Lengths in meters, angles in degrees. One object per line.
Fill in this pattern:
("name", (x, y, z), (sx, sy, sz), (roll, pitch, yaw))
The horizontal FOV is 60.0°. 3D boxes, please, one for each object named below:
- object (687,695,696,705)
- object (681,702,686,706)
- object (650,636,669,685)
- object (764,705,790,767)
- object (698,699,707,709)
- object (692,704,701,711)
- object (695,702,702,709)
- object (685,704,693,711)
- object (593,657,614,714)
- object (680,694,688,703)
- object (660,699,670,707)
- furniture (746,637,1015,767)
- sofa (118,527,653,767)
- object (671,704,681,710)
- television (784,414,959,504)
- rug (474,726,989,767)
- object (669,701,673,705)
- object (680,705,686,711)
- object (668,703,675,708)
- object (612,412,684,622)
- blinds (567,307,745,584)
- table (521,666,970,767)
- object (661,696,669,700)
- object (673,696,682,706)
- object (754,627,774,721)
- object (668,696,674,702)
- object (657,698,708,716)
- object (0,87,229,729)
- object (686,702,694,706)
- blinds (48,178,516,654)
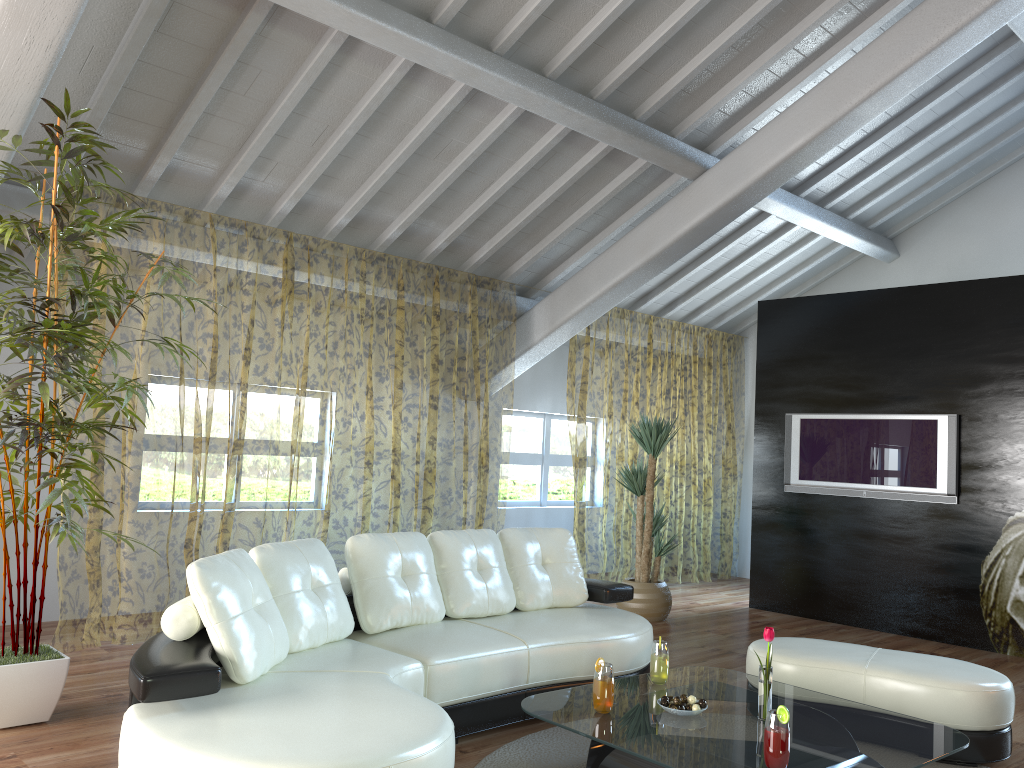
("object", (0.642, 1.129, 3.166), (0.032, 0.032, 0.029), (2, -4, 11))
("object", (0.609, 1.155, 3.173), (0.032, 0.030, 0.031), (3, -4, -8))
("object", (0.591, 1.105, 3.559), (0.081, 0.192, 0.075), (6, -6, -38))
("object", (0.785, 1.043, 2.626), (0.075, 0.192, 0.081), (1, -5, 22))
("object", (0.676, 1.133, 3.143), (0.030, 0.033, 0.030), (1, -5, 26))
("object", (0.651, 1.146, 3.130), (0.032, 0.032, 0.030), (7, -6, -40))
("object", (0.662, 1.151, 3.163), (0.032, 0.031, 0.031), (6, -5, -33))
("object", (0.631, 1.155, 3.152), (0.032, 0.030, 0.032), (2, -4, 6))
("object", (0.321, 1.058, 3.125), (0.081, 0.192, 0.075), (4, -4, -8))
("object", (0.620, 1.133, 3.194), (0.031, 0.031, 0.030), (7, -6, -40))
("object", (0.547, 1.139, 3.167), (0.032, 0.031, 0.031), (4, -5, -15))
("furniture", (1.645, 1.418, 4.048), (1.134, 0.367, 0.596), (0, -5, 30))
("sofa", (-0.379, 1.074, 3.764), (1.359, 0.805, 3.047), (1, -5, 26))
("object", (0.577, 1.144, 3.121), (0.032, 0.031, 0.031), (1, -5, 23))
("television", (2.715, 0.550, 6.810), (0.044, 0.639, 1.336), (7, -6, -43))
("rug", (0.968, 1.480, 3.027), (2.307, 0.020, 2.313), (2, -5, 17))
("object", (0.578, 1.155, 3.184), (0.032, 0.029, 0.032), (2, -4, 9))
("object", (0.601, 1.152, 3.142), (0.032, 0.030, 0.031), (-1, -6, 44))
("object", (0.571, 1.151, 3.153), (0.031, 0.030, 0.032), (2, -4, 10))
("object", (1.022, 1.003, 6.796), (0.564, 1.586, 0.588), (4, -4, -10))
("blinds", (1.429, 0.643, 8.488), (2.780, 2.546, 0.306), (7, -6, -43))
("table", (0.793, 1.323, 3.116), (1.201, 0.290, 1.201), (7, -6, -41))
("object", (0.552, 1.141, 3.197), (0.030, 0.031, 0.032), (6, -5, -35))
("object", (0.586, 1.124, 3.142), (0.030, 0.034, 0.030), (1, -5, 28))
("object", (0.892, 1.022, 3.144), (0.069, 0.323, 0.060), (1, -5, 23))
("object", (0.576, 1.147, 3.215), (0.031, 0.030, 0.032), (4, -4, -9))
("object", (0.608, 1.157, 3.167), (0.178, 0.031, 0.178), (-1, -6, 39))
("object", (-1.932, 0.139, 3.651), (1.399, 2.473, 1.177), (4, -5, -19))
("object", (0.640, 1.156, 3.183), (0.031, 0.032, 0.030), (-1, -6, 44))
("blinds", (-1.286, 0.308, 5.896), (3.505, 2.546, 0.306), (7, -6, -43))
